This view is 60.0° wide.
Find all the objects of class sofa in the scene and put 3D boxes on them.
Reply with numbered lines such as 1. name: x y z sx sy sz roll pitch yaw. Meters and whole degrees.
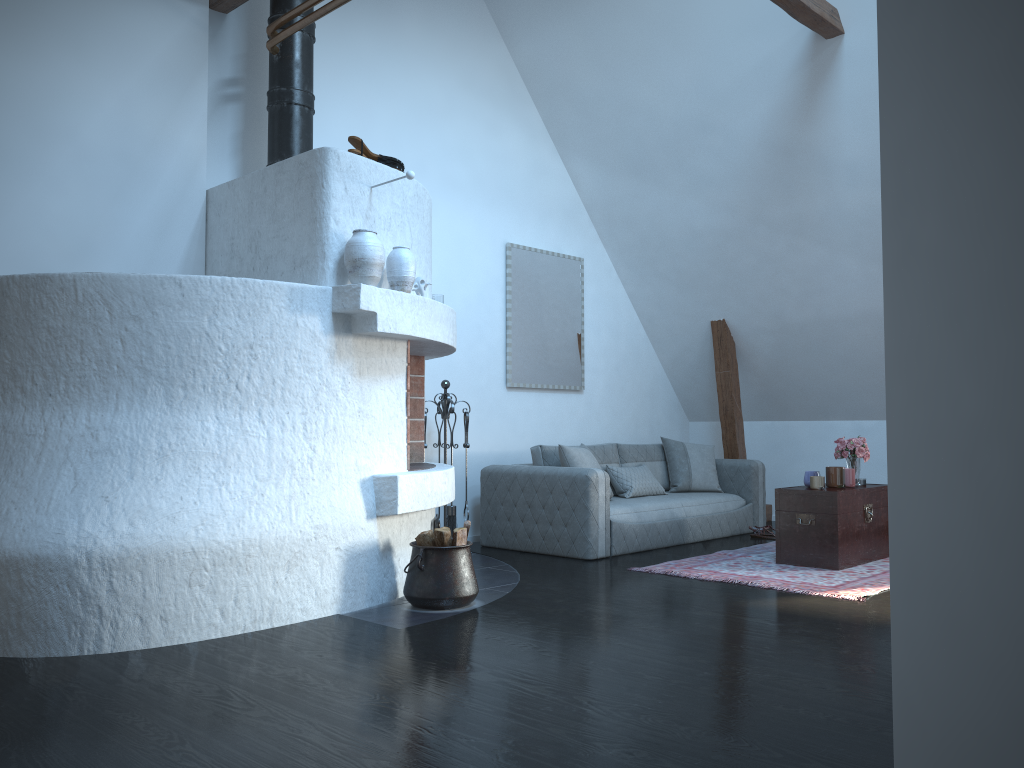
1. sofa: 0.976 0.864 7.193 1.107 0.770 2.458 -3 -4 44

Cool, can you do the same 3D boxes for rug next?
1. rug: 2.170 1.177 5.972 1.512 0.029 2.647 -3 -4 44

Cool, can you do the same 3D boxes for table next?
1. table: 2.205 0.937 5.989 0.471 0.492 0.962 -3 -4 44

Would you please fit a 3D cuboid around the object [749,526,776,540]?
1. object: 2.039 1.195 7.133 0.277 0.090 0.101 -2 -3 33

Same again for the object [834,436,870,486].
1. object: 2.369 0.530 6.185 0.235 0.351 0.234 0 -3 4

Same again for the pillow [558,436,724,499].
1. pillow: 1.059 0.685 7.148 0.444 0.515 2.075 -3 -4 44

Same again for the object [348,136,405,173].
1. object: -0.749 -1.218 4.977 0.311 0.094 0.783 -2 -3 30

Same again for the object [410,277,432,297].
1. object: -0.506 -0.527 4.826 0.161 0.114 0.064 3 -4 -43

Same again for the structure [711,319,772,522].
1. structure: 6.565 0.115 4.131 12.350 1.963 1.023 -3 -4 44

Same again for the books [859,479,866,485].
1. books: 2.398 0.694 6.328 0.243 0.034 0.179 -1 -3 22

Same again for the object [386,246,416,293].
1. object: -0.582 -0.580 4.659 0.158 0.274 0.158 0 -3 -7

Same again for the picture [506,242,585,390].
1. picture: 0.300 -0.554 7.603 0.025 1.185 0.965 -3 -4 44

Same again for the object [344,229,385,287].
1. object: -0.739 -0.610 4.450 0.203 0.314 0.203 -2 -3 28

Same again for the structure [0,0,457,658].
1. structure: -1.801 -1.178 5.372 3.058 4.752 3.049 2 -4 -37

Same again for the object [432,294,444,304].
1. object: -0.502 -0.505 5.942 0.092 0.180 0.092 1 -3 -18

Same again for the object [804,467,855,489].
1. object: 2.098 0.626 5.948 0.413 0.138 0.215 2 -3 -34

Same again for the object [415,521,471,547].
1. object: -0.358 0.884 4.511 0.270 0.370 0.240 -3 -4 44

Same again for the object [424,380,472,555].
1. object: -0.476 0.591 6.332 0.376 1.245 0.376 -1 -3 24

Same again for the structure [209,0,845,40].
1. structure: 1.816 -2.786 1.812 10.230 3.562 15.910 2 -4 -40

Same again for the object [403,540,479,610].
1. object: -0.362 0.968 4.528 0.384 0.313 0.384 1 -3 -19

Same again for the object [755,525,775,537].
1. object: 2.125 1.202 7.269 0.277 0.090 0.101 0 -3 1
